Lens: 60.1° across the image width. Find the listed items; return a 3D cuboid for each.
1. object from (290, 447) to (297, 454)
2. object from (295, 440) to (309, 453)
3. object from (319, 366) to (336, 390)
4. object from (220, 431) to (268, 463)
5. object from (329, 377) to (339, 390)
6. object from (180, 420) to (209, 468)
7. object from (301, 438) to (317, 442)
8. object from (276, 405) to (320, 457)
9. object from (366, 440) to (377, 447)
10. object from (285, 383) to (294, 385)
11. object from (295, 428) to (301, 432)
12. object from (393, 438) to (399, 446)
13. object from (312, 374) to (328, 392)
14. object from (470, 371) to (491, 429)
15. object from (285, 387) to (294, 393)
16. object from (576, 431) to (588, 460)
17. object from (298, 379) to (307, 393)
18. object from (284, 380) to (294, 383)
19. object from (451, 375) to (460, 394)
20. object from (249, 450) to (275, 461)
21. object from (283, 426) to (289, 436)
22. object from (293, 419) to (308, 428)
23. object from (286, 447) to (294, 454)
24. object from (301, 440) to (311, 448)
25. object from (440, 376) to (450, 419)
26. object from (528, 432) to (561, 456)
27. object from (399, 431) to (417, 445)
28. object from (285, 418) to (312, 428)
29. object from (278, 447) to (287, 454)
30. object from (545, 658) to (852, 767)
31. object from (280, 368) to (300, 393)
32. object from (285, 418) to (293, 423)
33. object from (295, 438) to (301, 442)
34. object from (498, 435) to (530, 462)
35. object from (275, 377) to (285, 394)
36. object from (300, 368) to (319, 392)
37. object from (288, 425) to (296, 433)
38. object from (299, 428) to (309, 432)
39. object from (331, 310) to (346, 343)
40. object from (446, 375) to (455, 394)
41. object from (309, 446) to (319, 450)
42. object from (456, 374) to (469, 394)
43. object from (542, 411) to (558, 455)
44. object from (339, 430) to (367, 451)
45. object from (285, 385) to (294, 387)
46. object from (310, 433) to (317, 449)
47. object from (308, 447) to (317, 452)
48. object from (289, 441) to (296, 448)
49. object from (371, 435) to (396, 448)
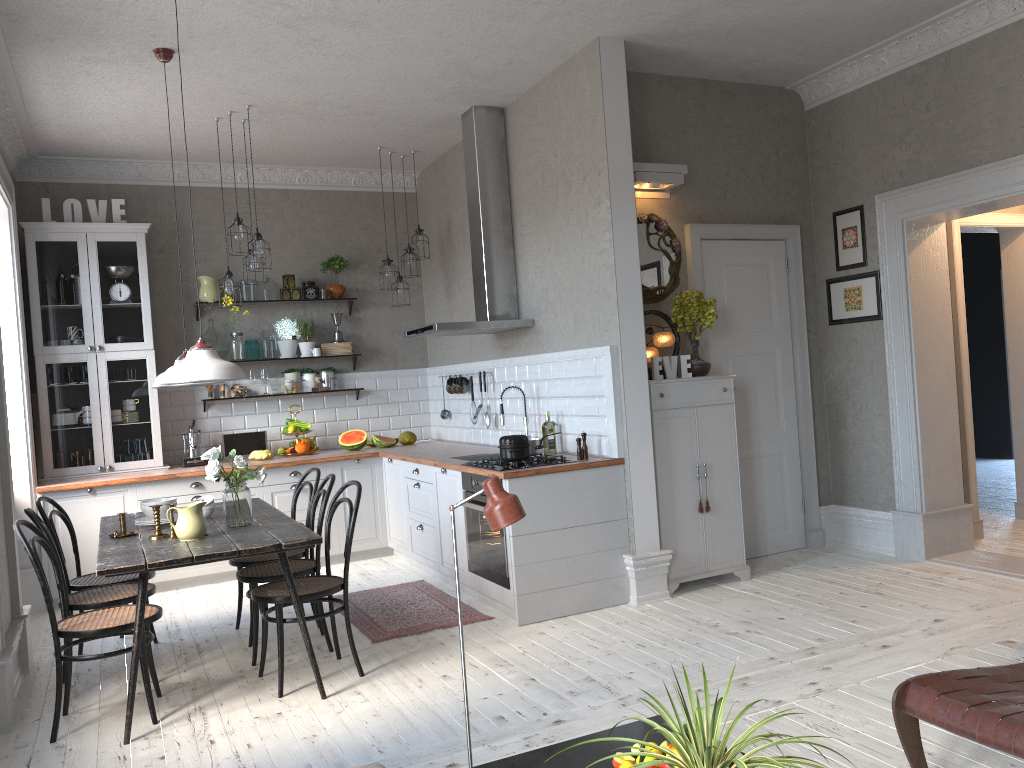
[{"bbox_3d":[-1.834,0.561,7.353,0.071,0.076,0.224,-5,1,-43],"label":"object"},{"bbox_3d":[-1.723,0.517,7.272,0.109,0.111,0.115,-4,1,32],"label":"object"},{"bbox_3d":[-1.609,-0.047,7.746,0.161,0.213,0.150,-4,1,-28],"label":"object"},{"bbox_3d":[-2.182,0.510,7.226,0.357,0.226,0.086,-4,1,-26],"label":"object"},{"bbox_3d":[-1.542,-0.002,7.653,0.079,0.108,0.076,-4,1,-32],"label":"object"},{"bbox_3d":[-2.507,0.463,6.975,0.209,0.370,0.347,-4,1,-25],"label":"object"},{"bbox_3d":[-1.708,0.476,7.442,0.129,0.056,0.058,-4,1,-33],"label":"object"},{"bbox_3d":[-1.795,0.383,7.377,0.359,0.425,0.344,-5,1,-40],"label":"object"},{"bbox_3d":[-1.198,0.517,7.718,0.201,0.067,0.101,-4,0,-19],"label":"object"},{"bbox_3d":[-1.873,0.018,7.460,0.077,0.051,0.077,-4,0,-6],"label":"object"},{"bbox_3d":[-1.778,0.392,7.325,0.064,0.061,0.065,-4,1,-25],"label":"object"},{"bbox_3d":[-1.051,0.504,7.684,0.118,0.073,0.203,-4,0,28],"label":"object"},{"bbox_3d":[-1.650,-0.010,7.620,0.099,0.147,0.120,-4,1,33],"label":"object"},{"bbox_3d":[-0.262,0.125,6.832,0.082,0.443,0.323,-4,1,-24],"label":"object"},{"bbox_3d":[-1.871,0.052,7.461,0.079,0.051,0.076,-4,1,-32],"label":"object"},{"bbox_3d":[0.415,0.365,5.254,0.074,0.167,0.035,-4,1,-26],"label":"object"},{"bbox_3d":[-1.790,0.017,7.561,0.079,0.108,0.076,-4,1,-32],"label":"object"},{"bbox_3d":[-1.875,-0.008,7.460,0.079,0.051,0.075,-5,1,-39],"label":"object"},{"bbox_3d":[-0.443,0.001,7.289,0.110,0.161,0.134,-4,1,-23],"label":"object"},{"bbox_3d":[-2.006,0.569,7.089,0.200,0.083,0.186,-4,0,-25],"label":"object"},{"bbox_3d":[-1.854,0.390,7.354,0.098,0.078,0.099,-5,1,-38],"label":"object"},{"bbox_3d":[-1.776,0.335,7.433,0.181,0.096,0.088,-4,1,-6],"label":"object"},{"bbox_3d":[-1.842,0.552,7.332,0.085,0.057,0.088,-4,0,7],"label":"object"},{"bbox_3d":[-1.718,0.505,7.357,0.089,0.078,0.088,-4,0,1],"label":"object"},{"bbox_3d":[-0.588,0.117,7.641,0.078,0.379,0.081,-4,1,-25],"label":"object"},{"bbox_3d":[0.167,0.368,5.473,0.302,0.134,0.176,-4,0,9],"label":"object"},{"bbox_3d":[-0.908,0.470,7.700,0.130,0.119,0.207,-4,1,28],"label":"object"},{"bbox_3d":[-1.775,0.326,7.359,0.214,0.101,0.066,-4,1,-19],"label":"object"},{"bbox_3d":[-1.893,0.553,7.346,0.076,0.072,0.152,-4,0,5],"label":"object"},{"bbox_3d":[0.441,0.833,2.014,0.736,0.420,0.659,-4,0,-7],"label":"object"},{"bbox_3d":[-1.895,-0.031,7.589,0.152,0.217,0.160,-4,1,45],"label":"object"},{"bbox_3d":[-1.839,0.309,7.334,0.050,0.058,0.074,-4,1,42],"label":"object"},{"bbox_3d":[-1.795,0.500,7.445,0.087,0.093,0.085,-4,1,-29],"label":"object"},{"bbox_3d":[0.013,0.373,5.149,0.189,0.147,0.194,-4,1,44],"label":"object"},{"bbox_3d":[-1.954,0.014,7.469,0.077,0.139,0.080,-4,1,38],"label":"object"},{"bbox_3d":[-1.756,-0.037,7.666,0.173,0.214,0.148,-4,1,4],"label":"object"},{"bbox_3d":[-1.812,0.372,7.293,0.059,0.069,0.078,-4,0,-5],"label":"object"},{"bbox_3d":[-1.741,0.390,7.380,0.098,0.062,0.077,-4,1,38],"label":"object"},{"bbox_3d":[-1.525,-0.499,7.745,0.133,0.287,0.128,-5,1,-40],"label":"object"},{"bbox_3d":[-0.495,0.004,7.404,0.109,0.161,0.135,-4,1,-13],"label":"object"},{"bbox_3d":[-1.732,0.542,7.474,0.215,0.044,0.054,-4,0,12],"label":"object"},{"bbox_3d":[-0.400,-0.001,7.171,0.109,0.161,0.136,-4,1,-8],"label":"object"},{"bbox_3d":[0.253,0.318,5.757,0.091,0.282,0.080,-4,1,-25],"label":"object"},{"bbox_3d":[-1.330,0.475,7.414,0.236,0.174,0.217,-4,0,-4],"label":"object"},{"bbox_3d":[-1.872,0.035,7.461,0.079,0.051,0.076,-4,1,-32],"label":"object"},{"bbox_3d":[-1.680,0.480,7.447,0.061,0.120,0.125,-4,0,-1],"label":"object"},{"bbox_3d":[-1.667,0.548,7.373,0.088,0.051,0.069,-4,1,22],"label":"object"},{"bbox_3d":[-1.826,0.513,7.438,0.079,0.076,0.154,-4,0,2],"label":"object"},{"bbox_3d":[-1.072,0.480,7.484,0.229,0.127,0.145,-5,1,-42],"label":"object"}]
